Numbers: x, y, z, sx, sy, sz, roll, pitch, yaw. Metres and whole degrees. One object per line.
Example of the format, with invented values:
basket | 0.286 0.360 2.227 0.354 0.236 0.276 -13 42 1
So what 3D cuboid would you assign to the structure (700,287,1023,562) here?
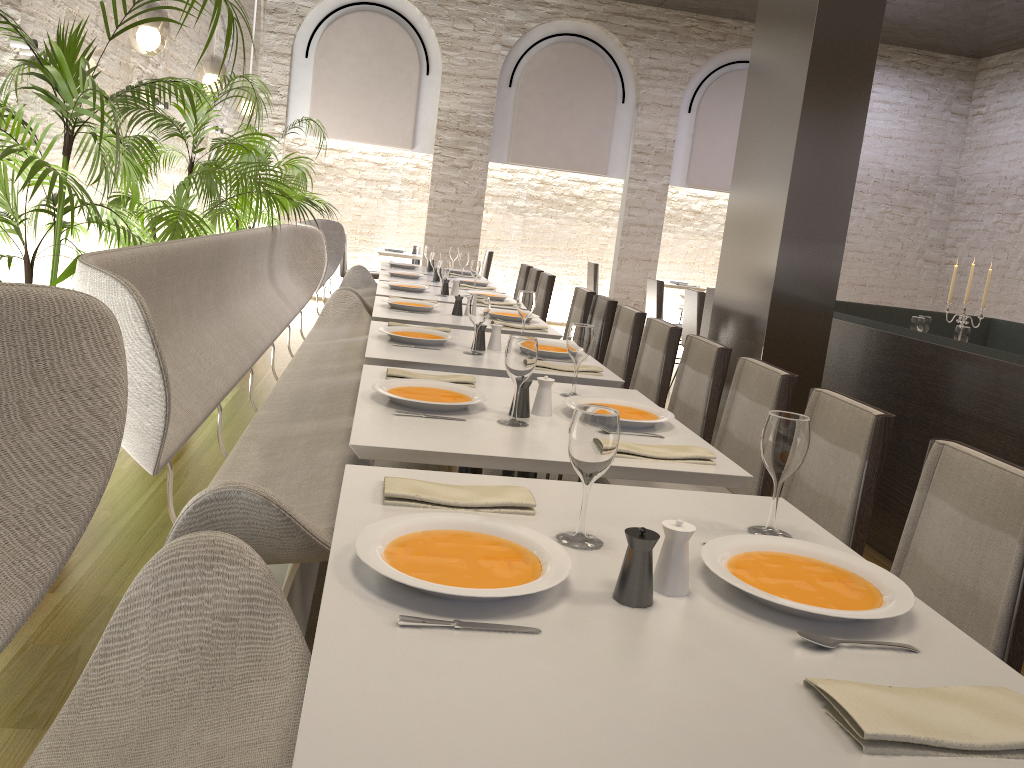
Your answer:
structure | 3.255 0.912 1.476 2.370 0.995 10.821 5 10 -9

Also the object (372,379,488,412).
object | -0.228 0.036 2.453 0.321 0.036 0.324 2 11 -26

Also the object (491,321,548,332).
object | 0.035 -0.291 4.464 0.272 0.033 0.143 5 10 -9

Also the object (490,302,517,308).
object | -0.114 -0.508 5.559 0.272 0.033 0.143 5 10 -9

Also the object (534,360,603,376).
object | 0.192 -0.064 3.317 0.272 0.033 0.143 5 10 -9

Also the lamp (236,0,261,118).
lamp | -1.885 -3.010 6.573 0.177 2.029 0.179 2 9 -30

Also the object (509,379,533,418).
object | 0.026 0.033 2.418 0.059 0.109 0.060 4 9 -17

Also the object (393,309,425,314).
object | -0.521 -0.372 4.558 0.185 0.010 0.017 5 10 -9

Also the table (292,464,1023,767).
table | 0.148 0.673 1.409 0.935 0.756 1.017 5 10 -9

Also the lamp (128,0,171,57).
lamp | -1.511 -2.465 3.828 0.177 2.029 0.179 3 9 -24

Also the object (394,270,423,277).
object | -0.865 -0.907 7.251 0.272 0.033 0.143 5 10 -9

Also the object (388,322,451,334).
object | -0.412 -0.248 3.929 0.272 0.033 0.143 5 10 -9

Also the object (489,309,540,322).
object | -0.010 -0.368 4.815 0.321 0.036 0.324 1 12 -30

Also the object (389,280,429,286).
object | -0.718 -0.692 6.170 0.272 0.033 0.143 5 10 -9

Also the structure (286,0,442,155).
structure | -1.597 -3.488 9.790 1.632 1.665 0.098 5 8 -9

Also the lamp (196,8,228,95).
lamp | -1.700 -2.740 5.214 0.177 2.029 0.179 2 9 -30

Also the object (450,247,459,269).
object | -0.551 -1.174 8.337 0.087 0.229 0.086 10 9 21

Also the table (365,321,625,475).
table | -0.162 0.221 3.686 0.935 0.756 1.017 5 10 -9

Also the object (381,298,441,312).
object | -0.540 -0.417 4.737 0.321 0.036 0.324 1 12 -30

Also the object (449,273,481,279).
object | -0.414 -0.944 7.756 0.272 0.033 0.143 5 10 -9

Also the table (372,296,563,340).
table | -0.319 -0.006 4.833 0.935 0.756 1.017 5 10 -9

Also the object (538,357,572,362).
object | 0.165 -0.098 3.490 0.181 0.015 0.038 6 10 -7

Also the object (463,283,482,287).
object | -0.289 -0.757 6.812 0.181 0.015 0.038 6 10 -7

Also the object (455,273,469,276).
object | -0.441 -0.978 7.928 0.181 0.015 0.038 6 10 -7

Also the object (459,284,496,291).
object | -0.262 -0.723 6.639 0.272 0.033 0.143 5 10 -9

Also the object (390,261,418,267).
object | -1.018 -1.128 8.367 0.272 0.033 0.143 5 10 -9

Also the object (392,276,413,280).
object | -0.817 -0.803 6.733 0.185 0.010 0.017 5 10 -9

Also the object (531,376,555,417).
object | 0.089 0.031 2.473 0.059 0.109 0.060 4 9 -17

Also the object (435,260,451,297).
object | -0.444 -0.677 5.677 0.087 0.229 0.086 10 9 21

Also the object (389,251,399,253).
object | -1.420 -1.589 10.651 0.185 0.010 0.017 5 10 -9

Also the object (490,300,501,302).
object | -0.141 -0.542 5.731 0.181 0.015 0.038 6 10 -7

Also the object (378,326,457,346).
object | -0.383 -0.190 3.590 0.321 0.036 0.324 1 12 -30

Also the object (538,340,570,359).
object | 0.146 -0.140 3.669 0.321 0.036 0.324 1 12 -30

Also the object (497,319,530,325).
object | 0.008 -0.325 4.636 0.181 0.015 0.038 6 10 -7

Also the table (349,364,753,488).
table | -0.007 0.447 2.549 0.935 0.756 1.017 5 10 -9

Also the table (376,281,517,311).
table | -0.468 -0.223 5.928 0.935 0.756 1.017 5 10 -9

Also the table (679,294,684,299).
table | 2.201 -0.411 8.724 0.935 0.756 1.017 5 10 -9

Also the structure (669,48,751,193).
structure | 2.713 -3.089 10.445 1.632 1.665 0.098 5 8 -9

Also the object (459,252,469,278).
object | -0.400 -0.955 7.233 0.087 0.229 0.086 10 9 21

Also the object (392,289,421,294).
object | -0.670 -0.589 5.653 0.185 0.010 0.017 5 10 -9

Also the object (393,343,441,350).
object | -0.364 -0.144 3.411 0.185 0.010 0.017 5 10 -9

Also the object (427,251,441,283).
object | -0.591 -0.891 6.751 0.087 0.229 0.086 10 9 21

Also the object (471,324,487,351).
object | -0.129 -0.193 3.555 0.059 0.109 0.060 4 9 -17

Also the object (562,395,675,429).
object | 0.301 0.085 2.532 0.321 0.036 0.324 2 11 -26

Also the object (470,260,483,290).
object | -0.254 -0.742 6.159 0.087 0.229 0.086 10 9 21

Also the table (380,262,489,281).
table | -0.768 -0.659 8.125 0.935 0.756 1.017 5 10 -9

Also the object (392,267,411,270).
object | -0.970 -1.025 7.850 0.185 0.010 0.017 5 10 -9

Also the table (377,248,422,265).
table | -1.218 -1.223 10.926 0.935 0.756 1.017 5 10 -9

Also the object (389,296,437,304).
object | -0.568 -0.475 5.075 0.272 0.033 0.143 5 10 -9

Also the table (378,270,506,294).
table | -0.616 -0.438 7.008 0.935 0.756 1.017 5 10 -9

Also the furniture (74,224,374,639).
furniture | -0.941 -0.093 3.960 0.708 1.091 4.506 6 10 -9

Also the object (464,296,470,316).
object | -0.223 -0.423 4.757 0.059 0.109 0.060 4 9 -17

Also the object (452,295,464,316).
object | -0.286 -0.420 4.702 0.059 0.109 0.060 4 9 -17

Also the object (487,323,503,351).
object | -0.066 -0.195 3.610 0.059 0.109 0.060 4 9 -17

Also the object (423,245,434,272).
object | -0.741 -1.110 7.855 0.087 0.229 0.086 10 9 21

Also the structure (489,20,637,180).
structure | 0.627 -3.282 10.128 1.632 1.665 0.098 5 8 -9

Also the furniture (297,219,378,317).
furniture | -1.432 -0.807 7.560 0.707 1.091 2.602 6 10 -9

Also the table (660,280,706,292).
table | 1.833 -0.940 11.389 0.935 0.756 1.017 5 10 -9
